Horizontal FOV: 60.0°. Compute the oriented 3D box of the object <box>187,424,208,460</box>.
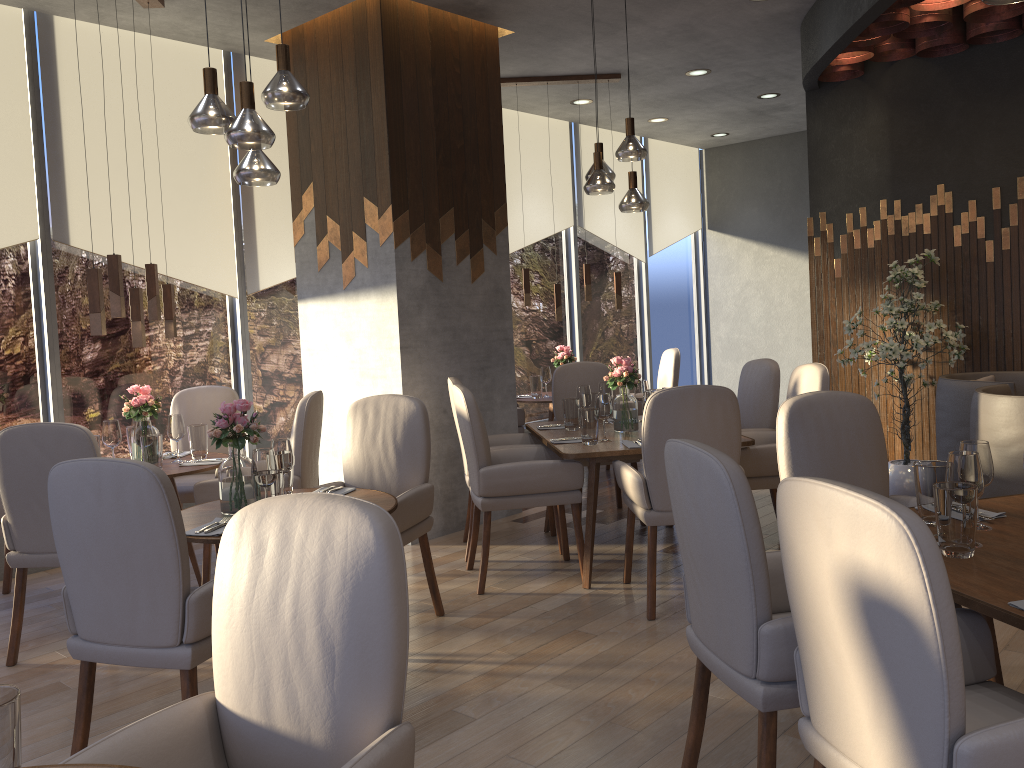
[{"bbox_3d":[-1.646,0.304,4.653,0.102,0.178,0.102,0,4,45],"label":"object"}]

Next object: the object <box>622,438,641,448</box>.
[{"bbox_3d":[0.628,0.286,4.355,0.157,0.019,0.255,-3,4,-3],"label":"object"}]

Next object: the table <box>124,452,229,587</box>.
[{"bbox_3d":[-1.842,0.744,4.535,0.834,0.661,0.834,-5,4,-28],"label":"table"}]

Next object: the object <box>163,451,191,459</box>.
[{"bbox_3d":[-1.844,0.383,4.798,0.157,0.019,0.255,-3,4,3],"label":"object"}]

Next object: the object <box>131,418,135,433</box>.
[{"bbox_3d":[-1.949,0.286,4.660,0.092,0.244,0.092,-5,4,-40],"label":"object"}]

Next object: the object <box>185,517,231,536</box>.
[{"bbox_3d":[-0.987,0.476,3.007,0.157,0.019,0.255,-2,5,16],"label":"object"}]

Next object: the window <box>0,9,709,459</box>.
[{"bbox_3d":[-1.284,-0.651,2.548,8.060,3.194,16.150,-3,4,-3],"label":"window"}]

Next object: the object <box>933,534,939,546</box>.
[{"bbox_3d":[1.035,0.417,2.380,0.255,0.019,0.157,-4,5,-15],"label":"object"}]

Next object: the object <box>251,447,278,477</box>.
[{"bbox_3d":[-0.865,0.349,3.107,0.092,0.244,0.092,-1,3,36],"label":"object"}]

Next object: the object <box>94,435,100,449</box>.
[{"bbox_3d":[-2.084,0.347,4.377,0.102,0.178,0.102,-3,3,-9],"label":"object"}]

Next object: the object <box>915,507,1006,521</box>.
[{"bbox_3d":[1.352,0.380,2.644,0.157,0.019,0.255,-4,5,-17],"label":"object"}]

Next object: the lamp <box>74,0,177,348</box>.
[{"bbox_3d":[-1.933,-1.148,4.446,0.118,1.928,1.163,-3,3,-3],"label":"lamp"}]

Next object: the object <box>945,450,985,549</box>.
[{"bbox_3d":[1.186,0.301,2.320,0.092,0.244,0.092,-3,3,5],"label":"object"}]

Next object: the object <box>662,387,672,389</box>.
[{"bbox_3d":[0.828,0.140,4.651,0.092,0.244,0.092,-1,3,38],"label":"object"}]

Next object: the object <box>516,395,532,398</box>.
[{"bbox_3d":[0.133,0.097,7.201,0.255,0.019,0.158,-3,4,-5],"label":"object"}]

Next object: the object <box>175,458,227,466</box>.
[{"bbox_3d":[-1.588,0.393,4.499,0.255,0.019,0.158,-3,4,-1],"label":"object"}]

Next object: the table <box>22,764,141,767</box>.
[{"bbox_3d":[-0.693,0.957,0.987,0.834,0.661,0.835,-3,4,2],"label":"table"}]

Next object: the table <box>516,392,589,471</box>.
[{"bbox_3d":[0.409,0.424,7.201,0.833,0.661,0.835,-1,4,33],"label":"table"}]

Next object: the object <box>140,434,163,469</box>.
[{"bbox_3d":[-1.742,0.336,4.294,0.102,0.178,0.102,-2,3,23],"label":"object"}]

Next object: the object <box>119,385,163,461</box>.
[{"bbox_3d":[-1.888,0.207,4.536,0.210,0.415,0.198,-5,4,-35],"label":"object"}]

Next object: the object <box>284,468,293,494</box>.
[{"bbox_3d":[-0.905,0.356,3.470,0.102,0.178,0.102,-1,4,34],"label":"object"}]

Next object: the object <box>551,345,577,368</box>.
[{"bbox_3d":[0.424,-0.106,7.056,0.210,0.415,0.198,-2,3,20],"label":"object"}]

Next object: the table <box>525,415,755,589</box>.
[{"bbox_3d":[0.649,0.589,4.869,0.965,0.665,1.309,-3,4,-7],"label":"table"}]

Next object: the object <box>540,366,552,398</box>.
[{"bbox_3d":[0.273,-0.017,7.116,0.092,0.244,0.092,-4,3,-25],"label":"object"}]

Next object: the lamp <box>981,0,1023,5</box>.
[{"bbox_3d":[1.306,-1.433,2.059,0.440,1.324,0.439,-5,4,-43],"label":"lamp"}]

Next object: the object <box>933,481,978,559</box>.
[{"bbox_3d":[1.120,0.343,2.236,0.102,0.178,0.102,-3,3,1],"label":"object"}]

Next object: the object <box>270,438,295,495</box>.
[{"bbox_3d":[-0.870,0.330,3.365,0.092,0.244,0.092,-3,3,-2],"label":"object"}]

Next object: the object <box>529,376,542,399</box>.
[{"bbox_3d":[0.194,0.026,7.044,0.102,0.178,0.102,-3,3,1],"label":"object"}]

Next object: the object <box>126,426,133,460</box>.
[{"bbox_3d":[-2.009,0.315,4.751,0.102,0.178,0.102,-6,4,-41],"label":"object"}]

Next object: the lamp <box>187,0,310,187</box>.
[{"bbox_3d":[-0.961,-1.401,3.159,0.440,1.324,0.439,-5,4,-40],"label":"lamp"}]

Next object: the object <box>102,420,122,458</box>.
[{"bbox_3d":[-2.005,0.305,4.449,0.092,0.244,0.092,-2,3,20],"label":"object"}]

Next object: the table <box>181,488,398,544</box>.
[{"bbox_3d":[-0.820,0.790,3.249,0.833,0.661,0.835,-2,4,16],"label":"table"}]

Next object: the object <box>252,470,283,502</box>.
[{"bbox_3d":[-0.825,0.388,3.007,0.102,0.178,0.102,-2,3,22],"label":"object"}]

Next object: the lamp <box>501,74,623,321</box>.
[{"bbox_3d":[0.329,-1.466,7.082,1.161,1.928,0.118,-3,3,-3],"label":"lamp"}]

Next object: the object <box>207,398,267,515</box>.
[{"bbox_3d":[-1.001,0.262,3.228,0.210,0.415,0.198,-3,3,0],"label":"object"}]

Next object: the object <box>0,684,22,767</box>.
[{"bbox_3d":[-0.727,0.520,1.217,0.102,0.178,0.102,-4,3,-27],"label":"object"}]

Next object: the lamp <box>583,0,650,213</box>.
[{"bbox_3d":[0.537,-1.604,4.797,0.439,1.324,0.440,-2,3,27],"label":"lamp"}]

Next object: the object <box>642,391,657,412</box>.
[{"bbox_3d":[0.708,0.159,4.492,0.092,0.244,0.092,0,4,45],"label":"object"}]

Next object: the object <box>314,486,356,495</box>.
[{"bbox_3d":[-0.734,0.427,3.473,0.157,0.019,0.255,-2,5,18],"label":"object"}]

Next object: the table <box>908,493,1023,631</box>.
[{"bbox_3d":[1.444,0.756,2.159,0.965,0.665,1.309,-4,4,-14],"label":"table"}]

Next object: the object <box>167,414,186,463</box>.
[{"bbox_3d":[-1.733,0.281,4.584,0.092,0.244,0.092,-3,3,1],"label":"object"}]

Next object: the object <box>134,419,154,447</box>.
[{"bbox_3d":[-1.814,0.301,4.376,0.092,0.244,0.092,-2,3,16],"label":"object"}]
